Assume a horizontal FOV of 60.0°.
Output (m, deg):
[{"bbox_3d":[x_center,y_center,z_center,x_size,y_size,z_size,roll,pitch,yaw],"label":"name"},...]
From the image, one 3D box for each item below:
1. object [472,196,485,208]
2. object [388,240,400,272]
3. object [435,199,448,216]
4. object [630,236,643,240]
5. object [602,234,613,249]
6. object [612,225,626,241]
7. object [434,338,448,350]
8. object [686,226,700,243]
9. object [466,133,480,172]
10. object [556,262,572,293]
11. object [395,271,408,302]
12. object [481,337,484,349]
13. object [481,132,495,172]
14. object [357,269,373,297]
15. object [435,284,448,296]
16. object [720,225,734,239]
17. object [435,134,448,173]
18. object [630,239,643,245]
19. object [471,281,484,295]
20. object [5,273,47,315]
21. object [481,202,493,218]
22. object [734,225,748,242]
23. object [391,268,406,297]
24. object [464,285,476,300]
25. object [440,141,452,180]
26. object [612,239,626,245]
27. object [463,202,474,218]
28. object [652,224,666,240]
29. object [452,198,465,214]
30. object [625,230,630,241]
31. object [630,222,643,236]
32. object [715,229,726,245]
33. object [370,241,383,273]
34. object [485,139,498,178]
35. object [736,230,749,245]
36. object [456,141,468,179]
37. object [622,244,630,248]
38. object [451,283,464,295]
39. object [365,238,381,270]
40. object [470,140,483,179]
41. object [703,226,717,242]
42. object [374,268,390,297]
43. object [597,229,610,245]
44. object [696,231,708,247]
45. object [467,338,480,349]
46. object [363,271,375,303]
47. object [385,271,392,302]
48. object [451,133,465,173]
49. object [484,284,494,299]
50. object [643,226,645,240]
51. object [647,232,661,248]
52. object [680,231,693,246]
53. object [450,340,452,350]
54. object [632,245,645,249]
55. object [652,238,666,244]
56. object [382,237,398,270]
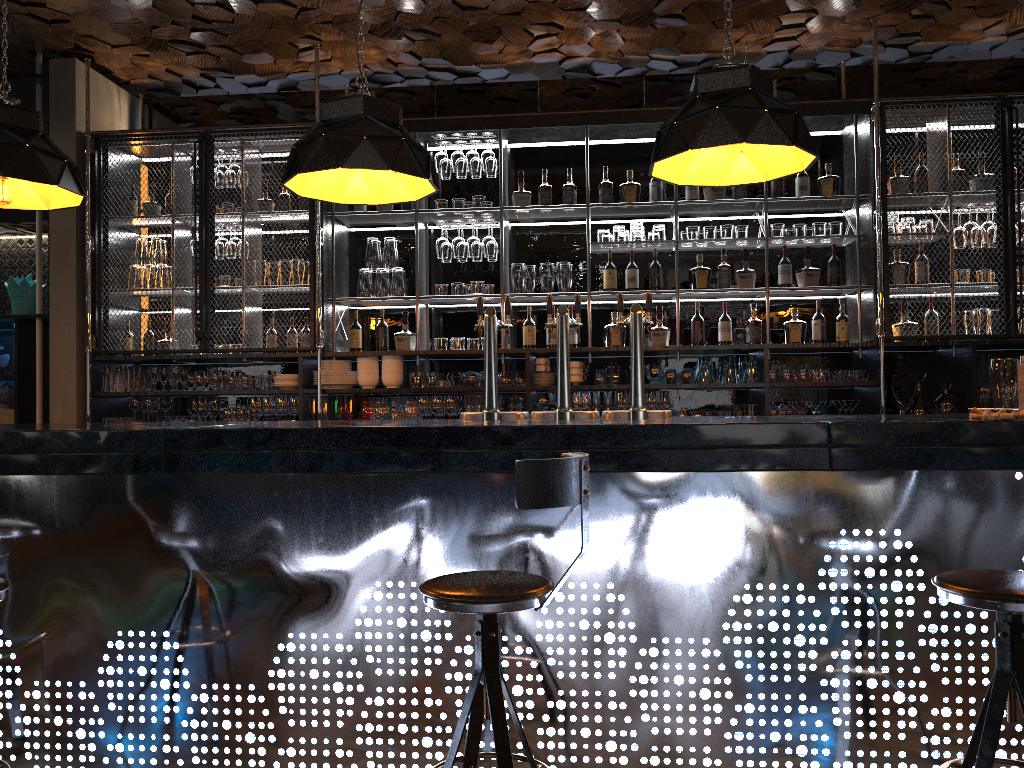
[{"bbox_3d":[-0.221,-1.197,5.896,0.089,0.092,0.089,0,-1,-26],"label":"object"},{"bbox_3d":[-0.824,-0.883,6.112,0.105,0.209,0.105,0,-2,-40],"label":"object"},{"bbox_3d":[-0.477,-1.191,5.994,0.089,0.092,0.089,0,-1,-26],"label":"object"},{"bbox_3d":[0.819,-0.989,5.836,0.089,0.092,0.089,-1,-1,-5],"label":"object"},{"bbox_3d":[0.640,-0.961,5.985,0.089,0.092,0.089,0,-1,-23],"label":"object"},{"bbox_3d":[0.701,-0.986,5.809,0.089,0.092,0.089,0,-2,-43],"label":"object"},{"bbox_3d":[-0.474,-0.258,5.914,0.089,0.092,0.089,0,-1,-23],"label":"object"},{"bbox_3d":[1.178,-0.973,5.772,0.089,0.092,0.089,0,-1,-23],"label":"object"},{"bbox_3d":[-0.262,-1.536,5.889,0.092,0.244,0.092,0,-1,-34],"label":"object"},{"bbox_3d":[0.341,-0.694,5.848,0.105,0.209,0.105,0,-2,-40],"label":"object"},{"bbox_3d":[-0.771,-0.675,6.102,0.105,0.209,0.105,0,-2,-40],"label":"object"},{"bbox_3d":[-0.160,-0.262,5.906,0.089,0.092,0.089,-1,-1,16],"label":"object"},{"bbox_3d":[-0.159,-1.538,5.879,0.092,0.244,0.092,0,-1,-34],"label":"object"},{"bbox_3d":[-1.000,-0.674,6.024,0.105,0.209,0.105,0,-2,-40],"label":"object"},{"bbox_3d":[-0.474,-0.623,5.987,0.089,0.092,0.089,0,-1,-16],"label":"object"},{"bbox_3d":[1.390,-0.976,5.739,0.089,0.092,0.089,0,-1,-31],"label":"object"},{"bbox_3d":[-0.470,-1.533,5.909,0.092,0.244,0.092,0,-1,-34],"label":"object"},{"bbox_3d":[0.820,-0.967,5.836,0.089,0.092,0.089,-1,-1,-5],"label":"object"},{"bbox_3d":[-0.227,-0.629,5.858,0.089,0.092,0.089,0,-1,-10],"label":"object"},{"bbox_3d":[-3.388,-0.611,6.175,0.265,0.325,0.245,-1,-1,-1],"label":"object"},{"bbox_3d":[-0.173,-1.193,6.076,0.089,0.092,0.089,0,-1,-26],"label":"object"},{"bbox_3d":[1.492,-0.977,5.764,0.089,0.092,0.089,0,-2,-40],"label":"object"},{"bbox_3d":[-0.768,-0.677,5.991,0.105,0.209,0.105,0,-2,-40],"label":"object"},{"bbox_3d":[-0.284,-0.624,6.037,0.089,0.092,0.089,-2,-1,37],"label":"object"},{"bbox_3d":[-0.454,-1.530,6.073,0.092,0.244,0.092,0,-1,-34],"label":"object"},{"bbox_3d":[0.701,-0.966,5.809,0.089,0.092,0.089,0,-1,-23],"label":"object"},{"bbox_3d":[-0.298,-1.192,6.077,0.089,0.092,0.089,-1,-1,16],"label":"object"},{"bbox_3d":[0.961,-0.990,5.794,0.089,0.092,0.089,-1,-1,-4],"label":"object"},{"bbox_3d":[-0.359,-1.194,5.959,0.089,0.092,0.089,0,-1,-26],"label":"object"},{"bbox_3d":[0.748,-0.983,5.963,0.089,0.092,0.089,-1,-1,31],"label":"object"},{"bbox_3d":[0.819,-1.015,5.837,0.089,0.092,0.089,-1,-1,1],"label":"object"},{"bbox_3d":[1.382,-0.973,5.885,0.089,0.092,0.089,-1,-1,5],"label":"object"},{"bbox_3d":[-0.940,-0.881,6.134,0.105,0.209,0.105,0,-2,-40],"label":"object"},{"bbox_3d":[-0.143,-1.534,6.044,0.092,0.244,0.092,0,-1,-34],"label":"object"},{"bbox_3d":[1.529,-0.975,5.901,0.089,0.092,0.089,0,-1,-20],"label":"object"},{"bbox_3d":[-0.345,-1.532,6.063,0.092,0.244,0.092,0,-1,-34],"label":"object"},{"bbox_3d":[0.748,-0.963,5.963,0.089,0.092,0.089,-1,-1,31],"label":"object"},{"bbox_3d":[-0.364,-0.625,5.932,0.089,0.092,0.089,0,-1,-16],"label":"object"},{"bbox_3d":[-0.945,-0.883,6.022,0.105,0.209,0.105,0,-2,-40],"label":"object"},{"bbox_3d":[-0.246,-1.533,6.053,0.092,0.244,0.092,0,-1,-34],"label":"object"},{"bbox_3d":[1.288,-0.974,5.774,0.089,0.092,0.089,0,-1,-31],"label":"object"},{"bbox_3d":[-0.881,-0.675,6.014,0.105,0.209,0.105,0,-2,-40],"label":"object"},{"bbox_3d":[0.602,-0.964,5.824,0.089,0.092,0.089,-1,-1,31],"label":"object"},{"bbox_3d":[1.271,-0.971,5.934,0.089,0.092,0.089,-2,-2,45],"label":"object"},{"bbox_3d":[-0.259,-0.259,5.979,0.089,0.092,0.089,-1,-1,16],"label":"object"},{"bbox_3d":[-1.000,-0.671,6.142,0.105,0.209,0.105,0,-2,-40],"label":"object"},{"bbox_3d":[-0.879,-0.673,6.123,0.105,0.209,0.105,0,-2,-40],"label":"object"},{"bbox_3d":[-0.360,-1.535,5.898,0.092,0.244,0.092,0,-1,-34],"label":"object"},{"bbox_3d":[-0.164,-0.626,6.034,0.089,0.092,0.089,0,-1,-10],"label":"object"},{"bbox_3d":[0.854,-1.013,5.978,0.089,0.092,0.089,-1,-1,31],"label":"object"},{"bbox_3d":[0.950,-0.966,5.934,0.089,0.092,0.089,-1,-1,-5],"label":"object"},{"bbox_3d":[1.170,-0.969,5.937,0.089,0.092,0.089,0,-2,-43],"label":"object"},{"bbox_3d":[-0.381,-0.256,6.075,0.089,0.092,0.089,0,-1,-23],"label":"object"},{"bbox_3d":[0.855,-0.964,5.977,0.089,0.092,0.089,-1,-1,31],"label":"object"},{"bbox_3d":[0.961,-0.969,5.793,0.089,0.092,0.089,-1,-1,31],"label":"object"},{"bbox_3d":[-0.828,-0.885,6.021,0.105,0.209,0.105,0,-2,-40],"label":"object"}]
